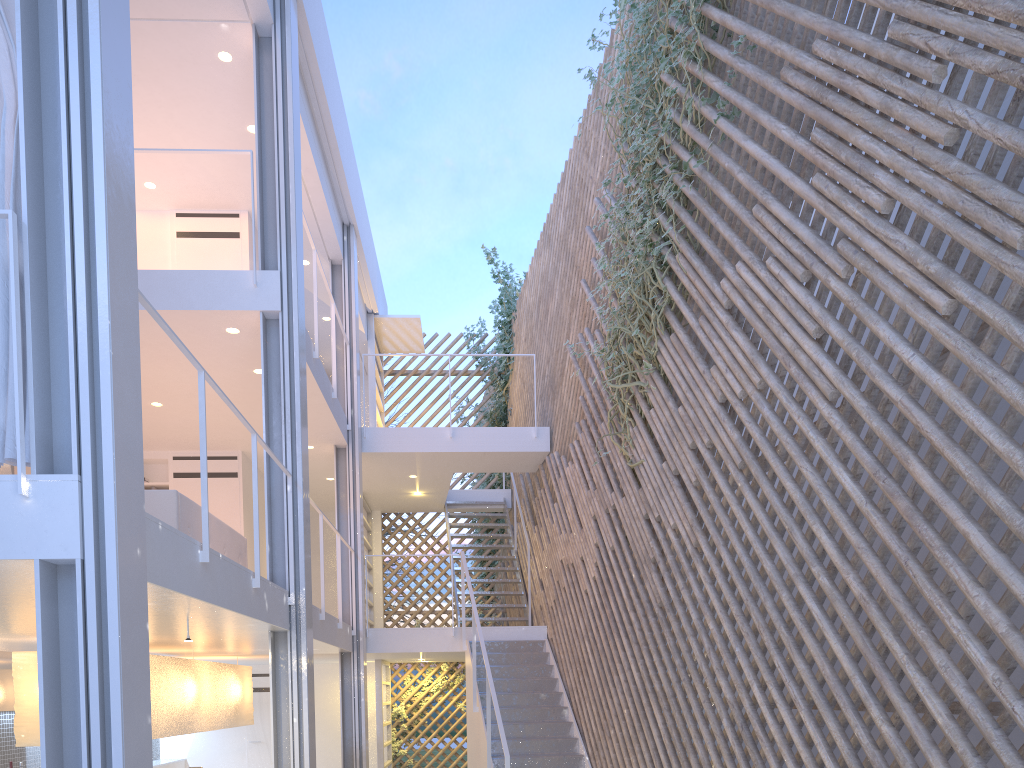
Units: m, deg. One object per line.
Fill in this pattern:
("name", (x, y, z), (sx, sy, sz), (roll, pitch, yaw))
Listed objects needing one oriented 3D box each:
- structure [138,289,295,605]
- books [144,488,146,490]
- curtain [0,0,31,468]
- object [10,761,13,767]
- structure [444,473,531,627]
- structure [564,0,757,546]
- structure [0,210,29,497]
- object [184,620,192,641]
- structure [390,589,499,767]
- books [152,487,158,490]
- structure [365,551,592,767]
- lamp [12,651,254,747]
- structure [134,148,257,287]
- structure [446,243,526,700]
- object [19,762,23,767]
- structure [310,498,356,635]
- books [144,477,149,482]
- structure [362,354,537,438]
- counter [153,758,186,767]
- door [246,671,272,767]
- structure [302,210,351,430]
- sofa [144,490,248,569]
("structure", (-0.891, 0.337, 2.609), (0.028, 0.516, 1.819), (-1, -19, -3))
("books", (-2.583, 0.886, 3.719), (0.023, 1.581, 3.778), (-1, -17, 6))
("curtain", (-1.223, -0.994, 1.684), (0.516, 2.330, 0.098), (-1, 2, -6))
("object", (-2.864, 2.254, 4.712), (0.044, 0.186, 0.046), (-1, 0, -12))
("structure", (-0.231, 1.136, 6.594), (0.537, 1.804, 1.313), (-1, -6, -9))
("structure", (0.683, -0.816, 3.147), (0.743, 2.593, 2.480), (-1, -9, -11))
("structure", (-1.583, 0.274, 0.858), (1.366, 1.709, 1.515), (-1, -8, -3))
("object", (-1.154, 0.878, 2.932), (0.029, 0.076, 0.029), (-1, -2, 8))
("structure", (-0.641, 2.778, 7.398), (1.145, 1.924, 0.295), (-1, 1, -3))
("books", (-2.569, 0.877, 3.705), (0.031, 1.588, 3.826), (-1, -17, 7))
("structure", (-0.218, 1.758, 4.637), (1.185, 1.863, 2.072), (0, -11, -9))
("lamp", (-2.020, 1.808, 4.755), (0.448, 0.394, 2.469), (-1, -20, -3))
("structure", (-1.813, -0.028, 1.573), (1.731, 3.138, 3.877), (-1, -12, -3))
("structure", (-0.184, 1.474, 8.233), (1.118, 4.322, 3.460), (-1, -7, -5))
("object", (-2.852, 2.286, 4.783), (0.042, 0.175, 0.042), (-1, 0, -33))
("structure", (-0.983, 1.031, 4.460), (0.028, 0.516, 1.822), (-1, -19, -3))
("books", (-2.446, 0.633, 5.415), (0.094, 0.020, 0.067), (-2, -19, 2))
("structure", (-0.411, 0.081, 5.460), (1.140, 0.550, 0.027), (0, 1, -3))
("counter", (-2.867, 2.807, 5.373), (0.233, 0.404, 3.894), (-1, -20, -3))
("door", (-2.514, 2.109, 4.542), (0.481, 1.099, 5.894), (-1, -20, 9))
("structure", (-1.007, -0.299, 4.424), (0.028, 0.516, 1.822), (-1, -19, -3))
("sofa", (-1.539, 0.761, 3.598), (0.500, 0.344, 1.053), (0, -18, -3))
